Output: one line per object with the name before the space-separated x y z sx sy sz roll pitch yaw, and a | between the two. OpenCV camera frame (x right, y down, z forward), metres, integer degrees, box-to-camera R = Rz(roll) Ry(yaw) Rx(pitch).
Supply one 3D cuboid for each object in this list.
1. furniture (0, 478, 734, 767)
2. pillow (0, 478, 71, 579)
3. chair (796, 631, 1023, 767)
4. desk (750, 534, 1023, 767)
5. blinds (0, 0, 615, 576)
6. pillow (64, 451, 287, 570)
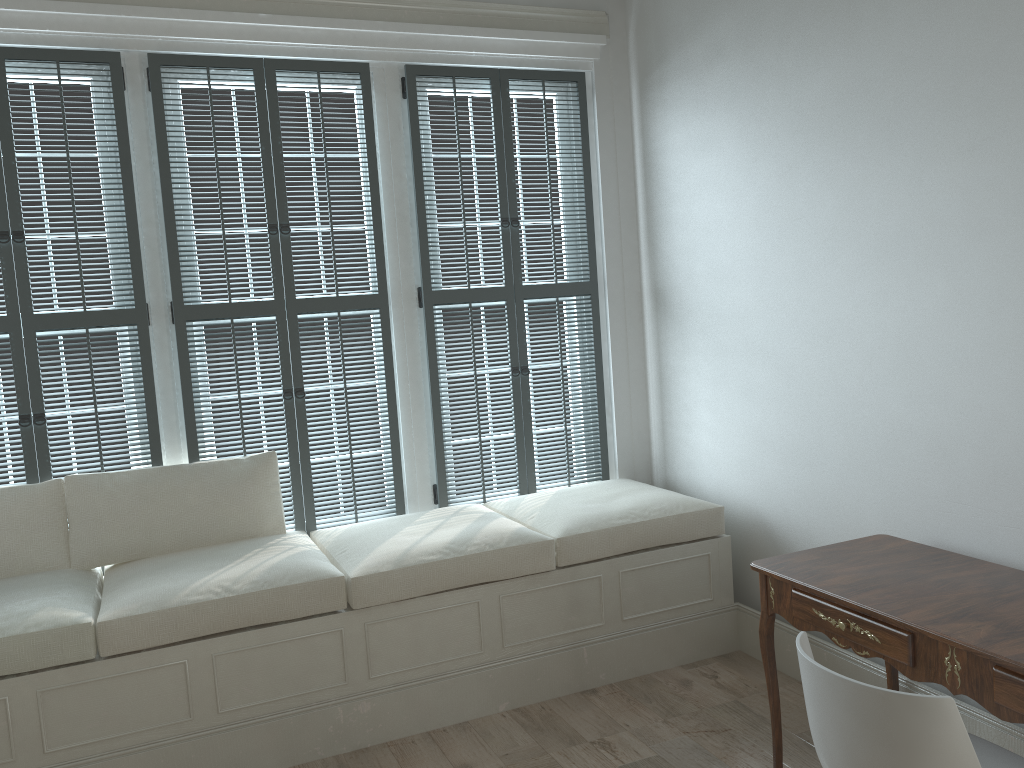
furniture | -0.690 0.817 3.389 3.150 0.459 0.837 -6 5 -23
pillow | -1.965 0.559 3.165 0.695 0.360 0.187 -6 5 -22
chair | 0.895 0.906 1.905 0.514 0.715 0.478 -6 5 -23
desk | 1.264 0.882 2.162 0.555 0.668 1.443 -6 5 -23
blinds | -0.922 -0.364 3.688 3.076 2.238 0.141 -6 5 -23
pillow | -1.293 0.485 3.443 0.787 0.360 0.193 -6 5 -22
